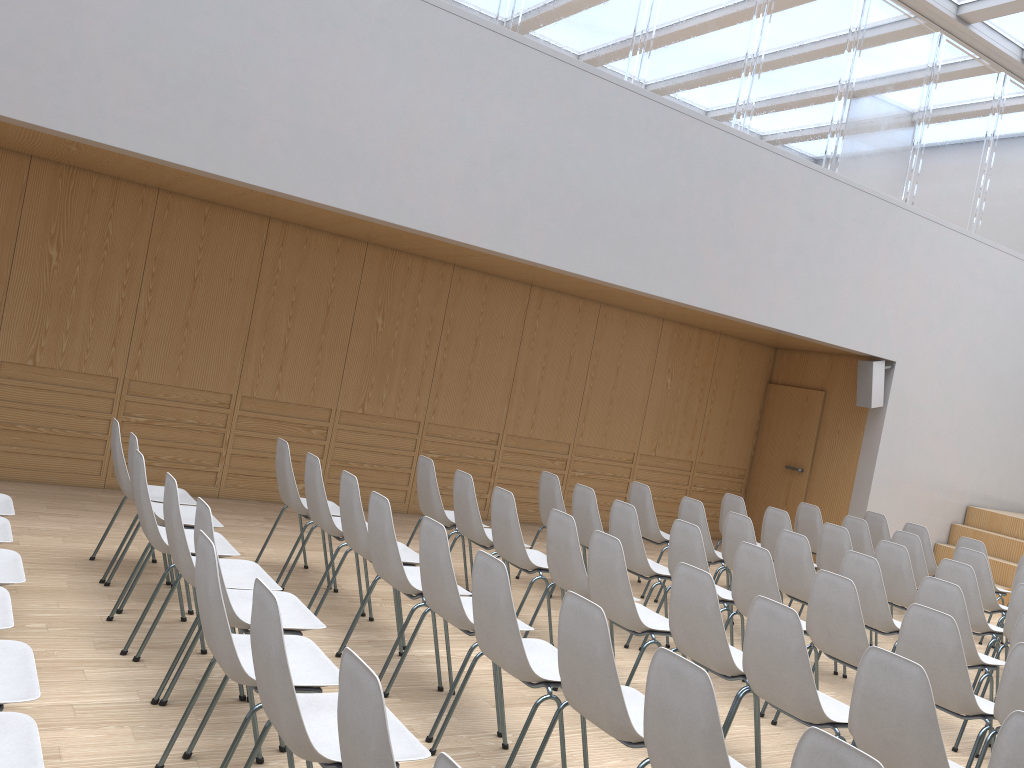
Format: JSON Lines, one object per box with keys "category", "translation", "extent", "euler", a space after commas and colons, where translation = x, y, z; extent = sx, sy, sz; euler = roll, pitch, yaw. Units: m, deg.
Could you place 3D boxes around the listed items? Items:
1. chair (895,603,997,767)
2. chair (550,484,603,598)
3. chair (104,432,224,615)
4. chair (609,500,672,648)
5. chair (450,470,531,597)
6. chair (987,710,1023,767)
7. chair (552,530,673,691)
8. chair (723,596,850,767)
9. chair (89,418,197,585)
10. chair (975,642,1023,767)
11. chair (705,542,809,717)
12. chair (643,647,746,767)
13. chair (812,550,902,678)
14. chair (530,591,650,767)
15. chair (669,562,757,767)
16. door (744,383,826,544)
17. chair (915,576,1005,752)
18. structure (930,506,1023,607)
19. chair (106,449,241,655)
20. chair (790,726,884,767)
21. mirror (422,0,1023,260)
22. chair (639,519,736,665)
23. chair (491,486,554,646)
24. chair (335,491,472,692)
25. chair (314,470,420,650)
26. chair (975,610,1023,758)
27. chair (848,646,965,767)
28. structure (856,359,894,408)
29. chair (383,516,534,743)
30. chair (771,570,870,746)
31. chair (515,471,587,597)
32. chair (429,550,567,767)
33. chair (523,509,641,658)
{"category": "chair", "translation": [2.014, 1.477, 4.121], "extent": [0.506, 0.876, 0.478], "euler": [10, 1, -32]}
{"category": "chair", "translation": [0.637, 1.181, 6.350], "extent": [0.506, 0.876, 0.478], "euler": [10, 1, -32]}
{"category": "chair", "translation": [-1.842, 0.728, 4.754], "extent": [0.506, 0.876, 0.478], "euler": [10, 1, -32]}
{"category": "chair", "translation": [0.851, 1.229, 5.850], "extent": [0.506, 0.876, 0.478], "euler": [10, 1, -32]}
{"category": "chair", "translation": [-0.182, 1.031, 5.828], "extent": [0.506, 0.876, 0.478], "euler": [10, 1, -32]}
{"category": "chair", "translation": [1.658, 1.430, 2.663], "extent": [0.506, 0.876, 0.478], "euler": [10, 1, -32]}
{"category": "chair", "translation": [0.590, 1.199, 4.468], "extent": [0.506, 0.876, 0.478], "euler": [10, 1, -32]}
{"category": "chair", "translation": [1.164, 1.321, 3.617], "extent": [0.506, 0.876, 0.478], "euler": [10, 1, -32]}
{"category": "chair", "translation": [-2.119, 0.669, 5.168], "extent": [0.506, 0.876, 0.478], "euler": [10, 1, -32]}
{"category": "chair", "translation": [2.257, 1.530, 3.691], "extent": [0.506, 0.876, 0.478], "euler": [10, 1, -32]}
{"category": "chair", "translation": [1.472, 1.360, 5.051], "extent": [0.506, 0.876, 0.478], "euler": [10, 1, -32]}
{"category": "chair", "translation": [0.602, 1.228, 2.609], "extent": [0.506, 0.876, 0.478], "euler": [10, 1, -32]}
{"category": "chair", "translation": [2.266, 1.505, 5.557], "extent": [0.506, 0.876, 0.478], "euler": [10, 1, -32]}
{"category": "chair", "translation": [0.367, 1.176, 3.078], "extent": [0.506, 0.876, 0.478], "euler": [10, 1, -32]}
{"category": "chair", "translation": [0.930, 1.270, 4.029], "extent": [0.506, 0.876, 0.478], "euler": [10, 1, -32]}
{"category": "door", "translation": [3.231, 1.030, 10.791], "extent": [0.108, 2.024, 0.873], "euler": [10, 1, -32]}
{"category": "chair", "translation": [2.530, 1.562, 5.090], "extent": [0.506, 0.876, 0.478], "euler": [10, 1, -32]}
{"category": "structure", "translation": [7.641, 2.441, 8.325], "extent": [2.729, 1.027, 6.550], "euler": [10, 1, -32]}
{"category": "chair", "translation": [-1.598, 0.782, 4.249], "extent": [0.506, 0.876, 0.478], "euler": [10, 1, -32]}
{"category": "chair", "translation": [0.892, 1.290, 2.177], "extent": [0.506, 0.876, 0.478], "euler": [10, 1, -32]}
{"category": "mirror", "translation": [0.454, -3.623, 7.087], "extent": [17.831, 2.090, 0.253], "euler": [10, 1, -32]}
{"category": "chair", "translation": [1.179, 1.297, 5.472], "extent": [0.506, 0.876, 0.478], "euler": [10, 1, -32]}
{"category": "chair", "translation": [0.078, 1.088, 5.373], "extent": [0.506, 0.876, 0.478], "euler": [10, 1, -32]}
{"category": "chair", "translation": [-0.501, 0.991, 4.353], "extent": [0.506, 0.876, 0.478], "euler": [10, 1, -32]}
{"category": "chair", "translation": [-0.735, 0.939, 4.843], "extent": [0.506, 0.876, 0.478], "euler": [10, 1, -32]}
{"category": "chair", "translation": [2.864, 1.632, 4.680], "extent": [0.506, 0.876, 0.478], "euler": [10, 1, -32]}
{"category": "chair", "translation": [1.420, 1.378, 3.126], "extent": [0.506, 0.876, 0.478], "euler": [10, 1, -32]}
{"category": "structure", "translation": [3.951, -0.003, 9.735], "extent": [0.368, 0.542, 0.196], "euler": [10, 1, -32]}
{"category": "chair", "translation": [-0.209, 1.053, 3.958], "extent": [0.506, 0.876, 0.478], "euler": [10, 1, -32]}
{"category": "chair", "translation": [1.749, 1.420, 4.583], "extent": [0.506, 0.876, 0.478], "euler": [10, 1, -32]}
{"category": "chair", "translation": [0.411, 1.131, 6.768], "extent": [0.506, 0.876, 0.478], "euler": [10, 1, -32]}
{"category": "chair", "translation": [0.049, 1.110, 3.465], "extent": [0.506, 0.876, 0.478], "euler": [10, 1, -32]}
{"category": "chair", "translation": [0.398, 1.156, 4.908], "extent": [0.506, 0.876, 0.478], "euler": [10, 1, -32]}
